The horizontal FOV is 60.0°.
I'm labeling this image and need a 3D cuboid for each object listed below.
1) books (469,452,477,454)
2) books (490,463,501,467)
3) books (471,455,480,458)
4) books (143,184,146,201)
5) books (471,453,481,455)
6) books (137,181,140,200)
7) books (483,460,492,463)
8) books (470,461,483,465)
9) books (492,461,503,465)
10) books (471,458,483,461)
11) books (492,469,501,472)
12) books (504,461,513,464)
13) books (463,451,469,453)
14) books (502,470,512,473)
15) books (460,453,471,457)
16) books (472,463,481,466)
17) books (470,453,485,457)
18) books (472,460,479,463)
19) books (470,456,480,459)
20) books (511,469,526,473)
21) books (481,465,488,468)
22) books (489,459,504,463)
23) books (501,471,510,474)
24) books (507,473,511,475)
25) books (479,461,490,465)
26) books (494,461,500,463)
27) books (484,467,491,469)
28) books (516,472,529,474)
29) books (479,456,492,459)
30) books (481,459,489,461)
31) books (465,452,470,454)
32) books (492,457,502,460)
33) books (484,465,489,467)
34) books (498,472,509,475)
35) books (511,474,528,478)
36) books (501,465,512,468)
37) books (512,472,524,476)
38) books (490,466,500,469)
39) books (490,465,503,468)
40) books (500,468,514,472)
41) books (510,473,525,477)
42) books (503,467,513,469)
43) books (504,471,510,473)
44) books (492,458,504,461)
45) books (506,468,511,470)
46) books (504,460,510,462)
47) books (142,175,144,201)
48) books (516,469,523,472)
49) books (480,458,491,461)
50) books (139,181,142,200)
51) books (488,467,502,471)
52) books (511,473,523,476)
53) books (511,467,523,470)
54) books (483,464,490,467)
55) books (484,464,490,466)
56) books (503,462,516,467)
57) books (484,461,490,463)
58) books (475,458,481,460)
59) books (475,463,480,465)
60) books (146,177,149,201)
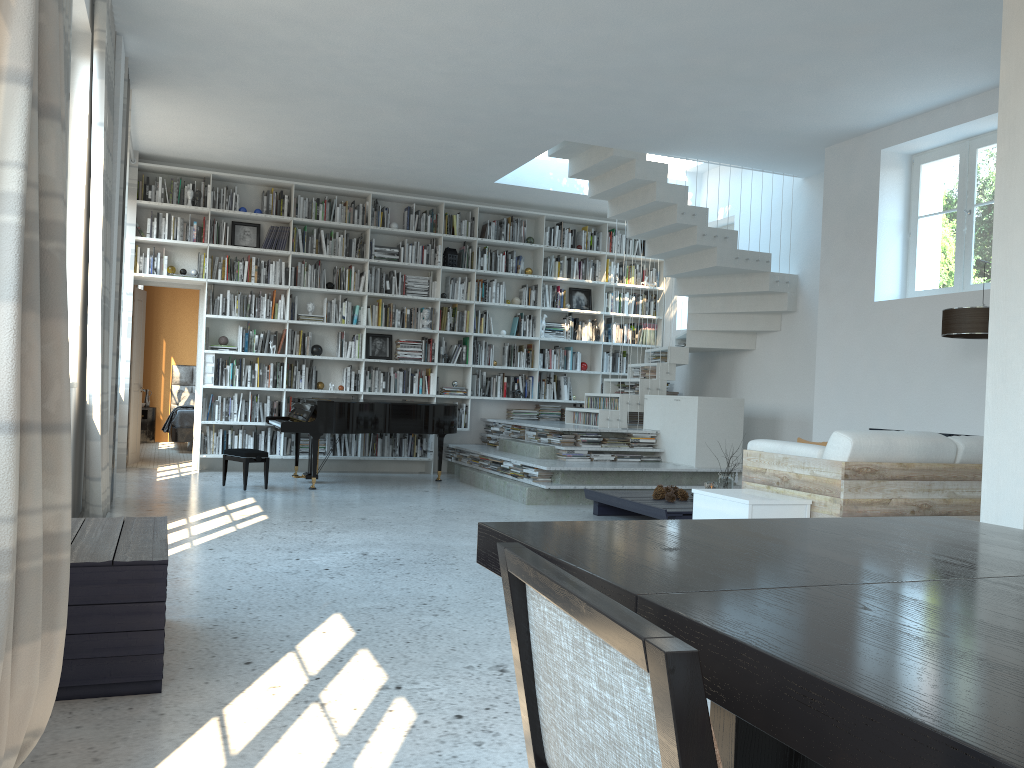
[{"bbox_3d":[-0.332,0.736,9.449,0.193,0.005,0.224,3,-1,-25],"label":"books"},{"bbox_3d":[-0.096,0.812,8.877,0.160,0.025,0.244,3,-1,-26],"label":"books"},{"bbox_3d":[-0.330,0.773,9.451,0.182,0.016,0.199,3,-1,-16],"label":"books"},{"bbox_3d":[-3.785,-1.949,9.140,0.024,0.195,0.167,2,0,-21],"label":"books"},{"bbox_3d":[-0.319,0.745,9.455,0.174,0.011,0.227,3,-1,-22],"label":"books"},{"bbox_3d":[-3.847,-1.968,9.133,0.024,0.228,0.129,2,0,-21],"label":"books"},{"bbox_3d":[-0.199,0.796,9.169,0.155,0.009,0.297,3,-1,-20],"label":"books"},{"bbox_3d":[-0.321,0.840,9.455,0.159,0.012,0.292,3,-1,-24],"label":"books"},{"bbox_3d":[-0.085,0.792,8.882,0.142,0.017,0.239,3,-1,-25],"label":"books"},{"bbox_3d":[-0.320,0.809,9.455,0.159,0.011,0.246,3,-1,-25],"label":"books"},{"bbox_3d":[-0.090,0.866,8.881,0.142,0.012,0.291,3,-1,-17],"label":"books"},{"bbox_3d":[0.026,0.759,8.596,0.139,0.013,0.288,3,-1,-16],"label":"books"},{"bbox_3d":[-0.429,0.751,9.746,0.159,0.006,0.285,3,-1,-19],"label":"books"},{"bbox_3d":[0.013,0.842,8.592,0.180,0.008,0.267,3,-1,-22],"label":"books"},{"bbox_3d":[-0.440,0.779,9.743,0.180,0.015,0.294,3,-1,-23],"label":"books"},{"bbox_3d":[-0.318,0.861,9.457,0.157,0.014,0.180,3,-1,-24],"label":"books"},{"bbox_3d":[-0.322,0.758,9.454,0.171,0.015,0.252,3,-1,-24],"label":"books"},{"bbox_3d":[-0.316,0.829,9.457,0.165,0.012,0.205,3,-1,-21],"label":"books"},{"bbox_3d":[-0.324,0.786,9.453,0.169,0.009,0.241,3,-1,-25],"label":"books"},{"bbox_3d":[0.119,0.817,8.310,0.191,0.015,0.246,3,-1,-20],"label":"books"},{"bbox_3d":[-0.212,0.858,9.166,0.161,0.008,0.254,3,-1,-16],"label":"books"},{"bbox_3d":[-0.096,0.767,8.877,0.170,0.014,0.281,3,-1,-24],"label":"books"},{"bbox_3d":[0.016,0.858,8.594,0.171,0.005,0.297,3,-1,-22],"label":"books"},{"bbox_3d":[0.020,0.865,8.595,0.147,0.008,0.236,3,-1,-16],"label":"books"},{"bbox_3d":[-0.213,0.819,9.165,0.182,0.013,0.287,3,-1,-20],"label":"books"},{"bbox_3d":[-0.082,0.779,8.882,0.150,0.008,0.217,3,-1,-22],"label":"books"},{"bbox_3d":[-0.198,0.867,9.171,0.147,0.008,0.236,3,-1,-22],"label":"books"},{"bbox_3d":[0.137,0.833,8.318,0.154,0.014,0.196,3,-1,-21],"label":"books"},{"bbox_3d":[-0.212,0.762,9.164,0.179,0.012,0.249,3,-1,-24],"label":"books"},{"bbox_3d":[-0.203,0.787,9.168,0.169,0.009,0.241,3,-1,-21],"label":"books"},{"bbox_3d":[-0.417,0.764,9.751,0.130,0.018,0.255,3,-1,-18],"label":"books"},{"bbox_3d":[-0.086,0.750,8.880,0.160,0.008,0.239,3,-1,-20],"label":"books"},{"bbox_3d":[-0.192,0.852,9.173,0.128,0.005,0.296,3,-1,-19],"label":"books"},{"bbox_3d":[0.001,0.871,8.588,0.193,0.005,0.224,3,-1,-25],"label":"books"},{"bbox_3d":[0.111,0.867,8.308,0.191,0.016,0.209,3,-1,-16],"label":"books"},{"bbox_3d":[0.012,0.801,8.591,0.180,0.017,0.182,3,-1,-24],"label":"books"},{"bbox_3d":[0.129,0.842,8.315,0.170,0.006,0.268,3,-1,-21],"label":"books"},{"bbox_3d":[-0.091,0.840,8.880,0.147,0.008,0.290,3,-1,-25],"label":"books"},{"bbox_3d":[-0.099,0.830,8.877,0.177,0.011,0.220,3,-1,-19],"label":"books"},{"bbox_3d":[0.008,0.832,8.590,0.189,0.013,0.215,3,-1,-23],"label":"books"},{"bbox_3d":[0.121,0.855,8.312,0.178,0.009,0.276,3,-1,-23],"label":"books"},{"bbox_3d":[0.014,0.812,8.592,0.171,0.007,0.260,3,-1,-18],"label":"books"},{"bbox_3d":[0.018,0.851,8.594,0.159,0.009,0.275,3,-1,-18],"label":"books"},{"bbox_3d":[-0.083,0.757,8.882,0.157,0.007,0.268,3,-1,-21],"label":"books"},{"bbox_3d":[0.030,0.822,8.599,0.145,0.010,0.266,3,-1,-22],"label":"books"},{"bbox_3d":[0.026,0.745,8.596,0.157,0.014,0.215,3,-1,-19],"label":"books"},{"bbox_3d":[-3.800,-1.995,9.130,0.014,0.286,0.175,2,0,-21],"label":"books"},{"bbox_3d":[0.131,0.809,8.315,0.150,0.004,0.290,3,-1,-17],"label":"books"},{"bbox_3d":[-0.210,0.775,9.165,0.165,0.014,0.235,3,-1,-26],"label":"books"},{"bbox_3d":[-3.822,-1.965,9.132,0.023,0.223,0.151,2,0,-21],"label":"books"},{"bbox_3d":[-0.109,0.848,8.873,0.189,0.009,0.290,3,-1,-18],"label":"books"},{"bbox_3d":[0.115,0.847,8.309,0.191,0.006,0.275,3,-1,-19],"label":"books"},{"bbox_3d":[0.122,0.793,8.311,0.168,0.013,0.281,3,-1,-26],"label":"books"},{"bbox_3d":[-0.190,0.845,9.174,0.132,0.009,0.269,3,-1,-20],"label":"books"},{"bbox_3d":[-0.197,0.834,9.171,0.130,0.014,0.249,3,-1,-26],"label":"books"},{"bbox_3d":[0.027,0.779,8.597,0.141,0.028,0.222,3,-1,-26],"label":"books"},{"bbox_3d":[-0.192,0.807,9.173,0.140,0.013,0.180,3,-1,-20],"label":"books"},{"bbox_3d":[-0.307,0.797,9.460,0.140,0.013,0.180,3,-1,-18],"label":"books"},{"bbox_3d":[-0.310,0.851,9.460,0.140,0.008,0.283,3,-1,-23],"label":"books"},{"bbox_3d":[-3.759,-1.985,9.144,0.025,0.269,0.177,2,0,-21],"label":"books"}]
